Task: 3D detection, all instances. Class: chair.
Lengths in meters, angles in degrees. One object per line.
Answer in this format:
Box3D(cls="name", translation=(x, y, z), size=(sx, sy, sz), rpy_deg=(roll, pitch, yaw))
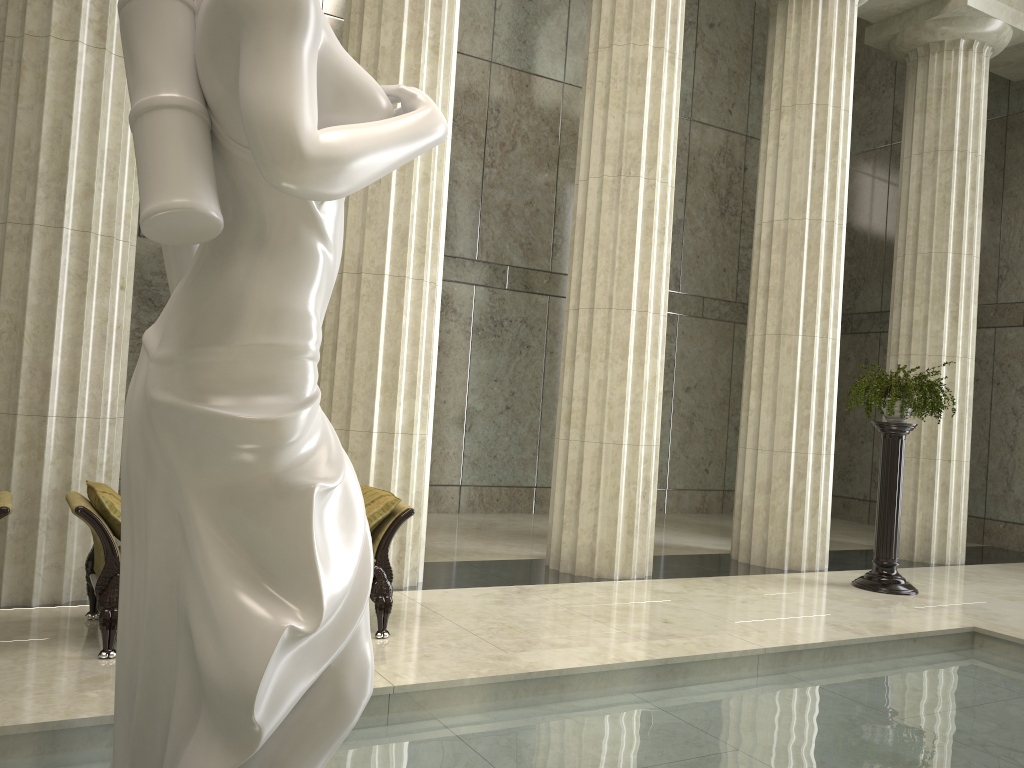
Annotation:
Box3D(cls="chair", translation=(-3.939, 0.987, 4.735), size=(2.172, 0.950, 0.993), rpy_deg=(5, -2, -30))
Box3D(cls="chair", translation=(-1.803, 1.168, 5.959), size=(2.172, 0.950, 0.993), rpy_deg=(5, -2, -30))

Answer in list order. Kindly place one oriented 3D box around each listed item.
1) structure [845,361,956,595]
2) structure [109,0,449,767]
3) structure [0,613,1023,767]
Box3D(cls="structure", translation=(3.993, 0.939, 9.286), size=(1.053, 2.386, 1.159), rpy_deg=(4, -1, 0))
Box3D(cls="structure", translation=(-0.638, 0.104, 2.089), size=(0.729, 3.044, 0.940), rpy_deg=(5, -2, -35))
Box3D(cls="structure", translation=(-0.776, 1.551, 2.063), size=(11.573, 0.508, 3.754), rpy_deg=(5, -2, -30))
